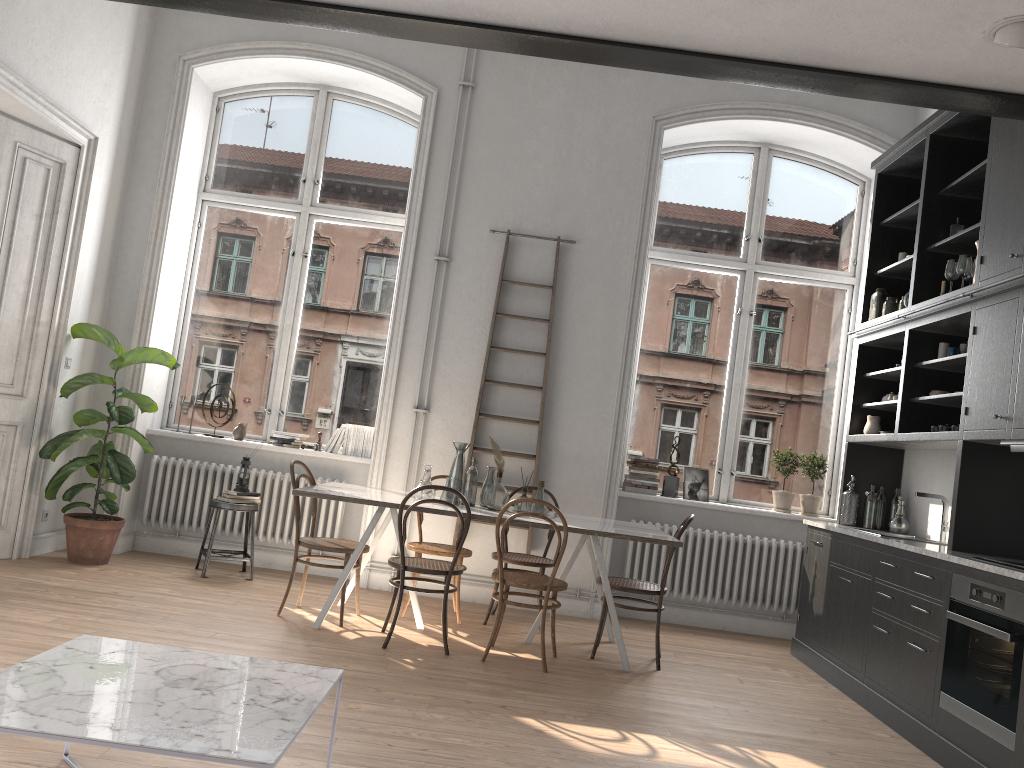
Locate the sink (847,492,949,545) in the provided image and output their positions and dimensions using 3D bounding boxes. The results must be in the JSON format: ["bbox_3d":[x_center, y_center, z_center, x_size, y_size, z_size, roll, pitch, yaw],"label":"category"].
[{"bbox_3d":[2.413,0.907,5.445,0.514,0.504,0.526,8,-4,0],"label":"sink"}]

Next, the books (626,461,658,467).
[{"bbox_3d":[1.027,0.629,6.977,0.231,0.023,0.163,7,-4,16],"label":"books"}]

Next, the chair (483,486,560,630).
[{"bbox_3d":[0.086,1.169,6.055,0.438,0.920,0.549,7,-4,7],"label":"chair"}]

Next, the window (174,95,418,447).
[{"bbox_3d":[-1.745,-0.967,7.252,1.622,2.841,0.013,8,-4,0],"label":"window"}]

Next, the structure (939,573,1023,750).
[{"bbox_3d":[2.318,1.216,3.869,0.618,0.622,0.622,8,-4,0],"label":"structure"}]

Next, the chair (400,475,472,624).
[{"bbox_3d":[-0.482,1.087,5.981,0.438,0.920,0.549,8,-4,-1],"label":"chair"}]

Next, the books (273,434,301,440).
[{"bbox_3d":[-1.768,0.417,6.974,0.205,0.020,0.155,8,-4,-9],"label":"books"}]

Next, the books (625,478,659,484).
[{"bbox_3d":[1.019,0.763,6.972,0.255,0.014,0.193,7,-4,4],"label":"books"}]

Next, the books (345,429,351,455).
[{"bbox_3d":[-1.278,0.458,7.000,0.020,0.205,0.155,8,-4,1],"label":"books"}]

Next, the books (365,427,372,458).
[{"bbox_3d":[-1.125,0.461,7.020,0.024,0.243,0.175,8,-4,1],"label":"books"}]

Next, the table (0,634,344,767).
[{"bbox_3d":[-0.987,1.029,2.428,0.849,0.392,0.850,8,-4,0],"label":"table"}]

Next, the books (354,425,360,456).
[{"bbox_3d":[-1.212,0.449,7.016,0.019,0.243,0.174,8,-4,1],"label":"books"}]

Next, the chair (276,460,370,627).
[{"bbox_3d":[-1.146,0.960,5.457,0.549,0.920,0.438,7,-4,9],"label":"chair"}]

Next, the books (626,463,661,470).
[{"bbox_3d":[1.032,0.652,6.976,0.244,0.019,0.174,8,-4,0],"label":"books"}]

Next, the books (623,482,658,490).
[{"bbox_3d":[1.003,0.802,6.954,0.249,0.023,0.175,8,-4,-4],"label":"books"}]

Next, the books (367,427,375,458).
[{"bbox_3d":[-1.100,0.463,7.000,0.024,0.243,0.175,8,-4,1],"label":"books"}]

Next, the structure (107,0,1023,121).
[{"bbox_3d":[0.040,-1.830,0.857,5.927,1.212,4.160,8,-4,0],"label":"structure"}]

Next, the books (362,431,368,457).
[{"bbox_3d":[-1.150,0.475,6.999,0.020,0.205,0.155,8,-4,1],"label":"books"}]

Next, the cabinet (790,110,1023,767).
[{"bbox_3d":[2.491,0.053,4.733,0.635,3.581,3.252,8,-4,1],"label":"cabinet"}]

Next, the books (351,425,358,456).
[{"bbox_3d":[-1.232,0.445,6.999,0.019,0.243,0.174,8,-4,1],"label":"books"}]

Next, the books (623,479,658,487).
[{"bbox_3d":[1.007,0.779,6.955,0.249,0.023,0.175,8,-4,1],"label":"books"}]

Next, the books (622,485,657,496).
[{"bbox_3d":[0.997,0.834,6.953,0.248,0.043,0.192,8,-4,0],"label":"books"}]

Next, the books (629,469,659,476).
[{"bbox_3d":[1.035,0.695,6.978,0.222,0.024,0.158,8,-4,0],"label":"books"}]

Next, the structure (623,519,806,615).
[{"bbox_3d":[1.596,1.401,6.772,1.577,0.552,0.194,8,-4,0],"label":"structure"}]

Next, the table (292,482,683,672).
[{"bbox_3d":[-0.188,1.159,5.468,2.200,0.779,1.101,8,-4,0],"label":"table"}]

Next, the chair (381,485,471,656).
[{"bbox_3d":[-0.488,1.019,5.043,0.438,0.920,0.549,8,-4,-4],"label":"chair"}]

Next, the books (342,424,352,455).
[{"bbox_3d":[-1.301,0.437,7.022,0.024,0.243,0.175,8,-4,1],"label":"books"}]

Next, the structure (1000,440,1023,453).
[{"bbox_3d":[2.585,0.267,3.936,0.379,0.123,0.844,8,-4,1],"label":"structure"}]

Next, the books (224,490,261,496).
[{"bbox_3d":[-1.952,0.791,6.415,0.147,0.027,0.221,5,-5,33],"label":"books"}]

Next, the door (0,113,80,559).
[{"bbox_3d":[-3.341,-0.293,5.512,0.216,2.813,1.098,6,-4,25],"label":"door"}]

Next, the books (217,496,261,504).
[{"bbox_3d":[-1.972,0.837,6.409,0.194,0.034,0.246,4,-5,41],"label":"books"}]

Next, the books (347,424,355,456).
[{"bbox_3d":[-1.253,0.442,6.990,0.024,0.243,0.175,8,-4,1],"label":"books"}]

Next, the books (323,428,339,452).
[{"bbox_3d":[-1.415,0.444,7.004,0.105,0.194,0.155,8,-4,0],"label":"books"}]

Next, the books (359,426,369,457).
[{"bbox_3d":[-1.170,0.453,6.999,0.019,0.243,0.174,8,-4,1],"label":"books"}]

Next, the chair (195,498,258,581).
[{"bbox_3d":[-2.026,1.104,6.359,0.364,0.522,0.360,9,-4,-26],"label":"chair"}]

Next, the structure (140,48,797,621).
[{"bbox_3d":[0.003,-0.584,6.821,5.182,4.471,0.340,8,-4,1],"label":"structure"}]

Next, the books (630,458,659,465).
[{"bbox_3d":[1.043,0.610,6.979,0.205,0.020,0.155,8,-4,0],"label":"books"}]

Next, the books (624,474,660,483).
[{"bbox_3d":[1.021,0.742,6.974,0.245,0.028,0.193,8,-4,-5],"label":"books"}]

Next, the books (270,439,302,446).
[{"bbox_3d":[-1.778,0.459,6.984,0.205,0.022,0.155,6,-4,20],"label":"books"}]

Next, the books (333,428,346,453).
[{"bbox_3d":[-1.351,0.449,7.000,0.072,0.203,0.155,8,-4,1],"label":"books"}]

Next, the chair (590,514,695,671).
[{"bbox_3d":[0.785,1.217,5.419,0.549,0.920,0.438,7,-4,13],"label":"chair"}]

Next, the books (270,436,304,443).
[{"bbox_3d":[-1.773,0.438,6.984,0.221,0.023,0.147,6,-4,16],"label":"books"}]

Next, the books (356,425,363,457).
[{"bbox_3d":[-1.191,0.452,7.021,0.024,0.243,0.175,8,-4,1],"label":"books"}]

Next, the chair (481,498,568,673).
[{"bbox_3d":[0.092,1.094,5.002,0.438,0.920,0.549,7,-4,12],"label":"chair"}]

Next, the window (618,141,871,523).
[{"bbox_3d":[8.696,-3.729,10.431,14.385,15.927,26.413,8,-4,1],"label":"window"}]

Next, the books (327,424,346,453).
[{"bbox_3d":[-1.374,0.429,7.000,0.100,0.235,0.174,8,-4,1],"label":"books"}]

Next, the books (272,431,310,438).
[{"bbox_3d":[-1.746,0.396,6.995,0.243,0.019,0.175,7,-4,10],"label":"books"}]

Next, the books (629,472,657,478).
[{"bbox_3d":[1.029,0.717,6.971,0.205,0.022,0.155,7,-4,15],"label":"books"}]

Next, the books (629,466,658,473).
[{"bbox_3d":[1.035,0.673,6.974,0.205,0.022,0.155,8,-4,-5],"label":"books"}]

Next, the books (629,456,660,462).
[{"bbox_3d":[1.041,0.589,6.989,0.201,0.024,0.159,8,-4,-9],"label":"books"}]

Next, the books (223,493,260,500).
[{"bbox_3d":[-1.957,0.813,6.413,0.232,0.029,0.162,10,-5,-29],"label":"books"}]

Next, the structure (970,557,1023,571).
[{"bbox_3d":[2.378,0.826,3.895,0.427,0.011,0.592,8,-4,1],"label":"structure"}]

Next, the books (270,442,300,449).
[{"bbox_3d":[-1.787,0.481,6.987,0.147,0.023,0.221,11,-5,-41],"label":"books"}]
